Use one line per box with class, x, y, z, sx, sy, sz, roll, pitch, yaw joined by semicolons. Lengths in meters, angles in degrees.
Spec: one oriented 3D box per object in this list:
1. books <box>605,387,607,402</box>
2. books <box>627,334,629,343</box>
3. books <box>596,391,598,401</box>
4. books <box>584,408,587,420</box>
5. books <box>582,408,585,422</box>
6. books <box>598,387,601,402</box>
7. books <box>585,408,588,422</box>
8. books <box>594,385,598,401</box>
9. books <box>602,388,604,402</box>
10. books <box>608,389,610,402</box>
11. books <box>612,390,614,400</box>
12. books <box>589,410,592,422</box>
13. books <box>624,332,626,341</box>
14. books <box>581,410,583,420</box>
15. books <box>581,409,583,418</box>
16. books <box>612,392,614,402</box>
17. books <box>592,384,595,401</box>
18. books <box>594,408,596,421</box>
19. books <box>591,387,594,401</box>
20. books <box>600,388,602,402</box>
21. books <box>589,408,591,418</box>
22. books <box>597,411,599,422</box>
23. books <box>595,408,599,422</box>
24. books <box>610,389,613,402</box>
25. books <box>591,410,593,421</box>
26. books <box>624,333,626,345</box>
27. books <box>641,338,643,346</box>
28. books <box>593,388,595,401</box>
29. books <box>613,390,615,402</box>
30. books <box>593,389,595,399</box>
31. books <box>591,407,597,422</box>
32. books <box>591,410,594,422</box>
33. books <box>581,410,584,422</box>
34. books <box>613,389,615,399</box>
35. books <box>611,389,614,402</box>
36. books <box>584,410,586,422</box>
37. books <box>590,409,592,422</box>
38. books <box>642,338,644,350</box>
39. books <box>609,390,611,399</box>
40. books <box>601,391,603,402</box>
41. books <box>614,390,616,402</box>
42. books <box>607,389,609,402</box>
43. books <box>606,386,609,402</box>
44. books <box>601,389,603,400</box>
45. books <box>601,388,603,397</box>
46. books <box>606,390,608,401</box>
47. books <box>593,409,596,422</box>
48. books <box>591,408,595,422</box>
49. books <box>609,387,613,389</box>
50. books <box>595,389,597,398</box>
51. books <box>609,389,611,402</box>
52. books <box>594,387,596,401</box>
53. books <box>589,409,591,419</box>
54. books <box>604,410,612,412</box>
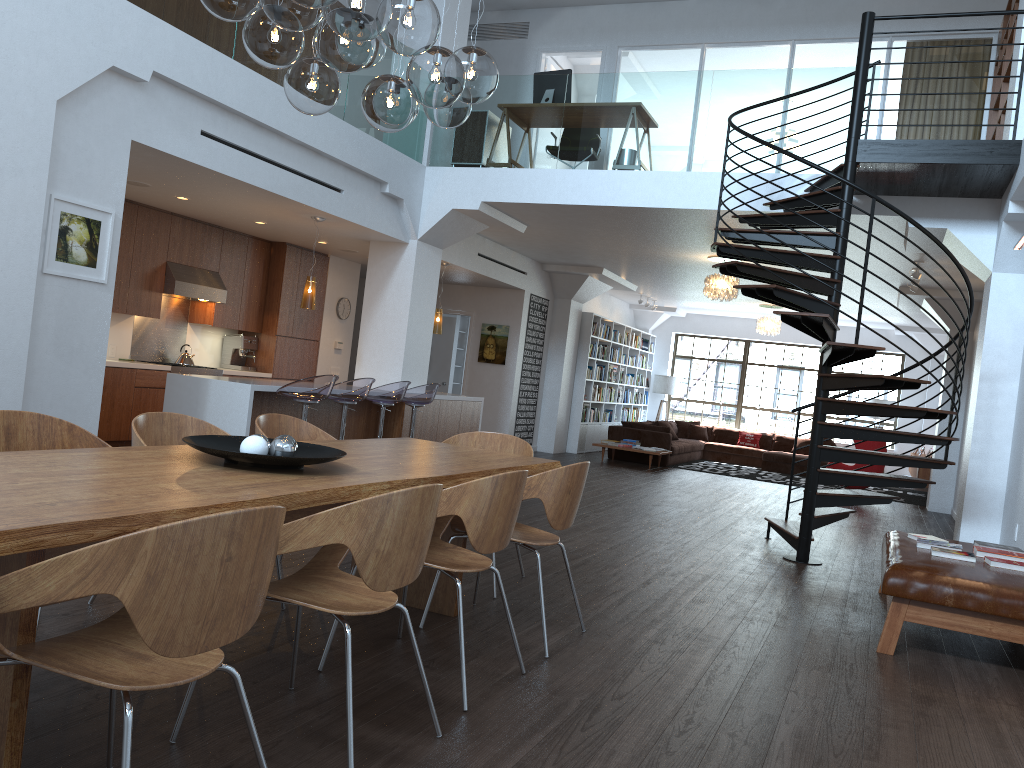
books;1.640;0.178;16.350;0.198;0.284;0.066;7;1;22
books;2.181;-0.864;17.296;0.161;0.223;0.032;7;1;23
books;1.448;0.190;15.896;0.161;0.223;0.026;7;1;23
books;1.196;0.531;15.403;0.183;0.253;0.042;7;1;23
books;1.161;0.534;15.295;0.174;0.240;0.054;7;1;23
books;1.517;0.182;16.051;0.183;0.253;0.034;7;1;23
books;1.229;0.534;15.478;0.180;0.251;0.048;7;1;23
books;1.435;0.155;15.860;0.176;0.290;0.053;7;1;23
books;1.586;0.188;16.206;0.183;0.253;0.034;7;1;23
books;1.723;0.202;16.518;0.183;0.253;0.034;7;1;22
books;1.831;0.214;16.783;0.160;0.250;0.026;7;1;22
books;1.313;0.557;15.663;0.161;0.223;0.032;7;1;23
books;2.080;-0.889;17.064;0.183;0.253;0.042;7;1;23
books;1.124;0.525;15.231;0.160;0.251;0.031;7;1;23
books;1.103;0.506;15.197;0.198;0.284;0.049;7;1;23
books;1.838;0.229;16.807;0.161;0.223;0.027;7;1;22
books;1.371;0.145;15.650;0.140;0.298;0.044;7;1;23
books;1.411;0.553;15.913;0.160;0.251;0.039;7;1;23
books;1.332;0.167;15.610;0.189;0.247;0.057;7;1;23
books;1.534;0.184;16.080;0.183;0.253;0.034;7;1;23
books;1.273;0.522;15.604;0.198;0.284;0.049;7;1;23
books;1.496;0.569;16.112;0.174;0.236;0.142;7;1;22
books;1.463;0.557;16.028;0.183;0.253;0.042;7;1;23
books;1.787;0.209;16.666;0.183;0.253;0.034;7;1;22
books;1.344;0.560;15.744;0.161;0.223;0.033;7;1;23
books;2.112;-0.877;17.145;0.174;0.236;0.136;7;1;22
books;2.618;-0.838;18.387;0.183;0.253;0.042;7;1;23
books;1.382;0.175;15.741;0.159;0.241;0.038;7;1;23
books;1.859;0.222;16.874;0.174;0.240;0.045;7;1;22
books;1.377;0.192;15.695;0.144;0.207;0.048;7;1;23
books;1.425;0.550;15.951;0.180;0.259;0.042;7;1;23
books;1.360;0.571;15.772;0.161;0.223;0.030;7;1;22
books;1.143;0.541;15.256;0.161;0.223;0.032;7;1;23
books;1.844;0.214;16.838;0.183;0.253;0.034;7;1;22
books;1.812;0.208;16.745;0.180;0.259;0.060;7;1;22
books;1.194;0.546;15.363;0.161;0.223;0.032;7;1;23
books;1.321;0.554;15.707;0.176;0.231;0.053;7;1;23
books;2.641;-0.836;18.425;0.183;0.253;0.042;7;1;23
books;1.753;0.220;16.599;0.161;0.223;0.027;7;1;22
books;1.572;0.189;16.180;0.160;0.250;0.026;7;1;23
books;1.883;0.229;16.936;0.168;0.231;0.037;7;1;22
books;1.706;0.201;16.489;0.183;0.253;0.034;7;1;22
books;1.691;0.180;16.449;0.176;0.290;0.053;7;1;22
books;1.550;0.192;16.151;0.174;0.240;0.045;7;1;23
books;1.543;0.184;16.112;0.183;0.253;0.034;7;1;23
books;1.680;0.213;16.409;0.161;0.223;0.026;7;1;22
books;1.398;0.554;15.876;0.171;0.246;0.039;7;1;23
books;1.367;0.546;15.810;0.183;0.253;0.042;7;1;23
books;1.794;0.190;16.701;0.176;0.290;0.036;7;1;22
books;1.418;0.187;15.822;0.161;0.223;0.027;7;1;23
books;1.761;0.213;16.634;0.174;0.240;0.045;7;1;22
books;1.403;0.174;15.782;0.171;0.246;0.057;7;1;23
books;1.295;0.542;15.638;0.160;0.251;0.031;7;1;23
books;1.813;0.614;16.899;0.144;0.207;0.048;7;1;23
